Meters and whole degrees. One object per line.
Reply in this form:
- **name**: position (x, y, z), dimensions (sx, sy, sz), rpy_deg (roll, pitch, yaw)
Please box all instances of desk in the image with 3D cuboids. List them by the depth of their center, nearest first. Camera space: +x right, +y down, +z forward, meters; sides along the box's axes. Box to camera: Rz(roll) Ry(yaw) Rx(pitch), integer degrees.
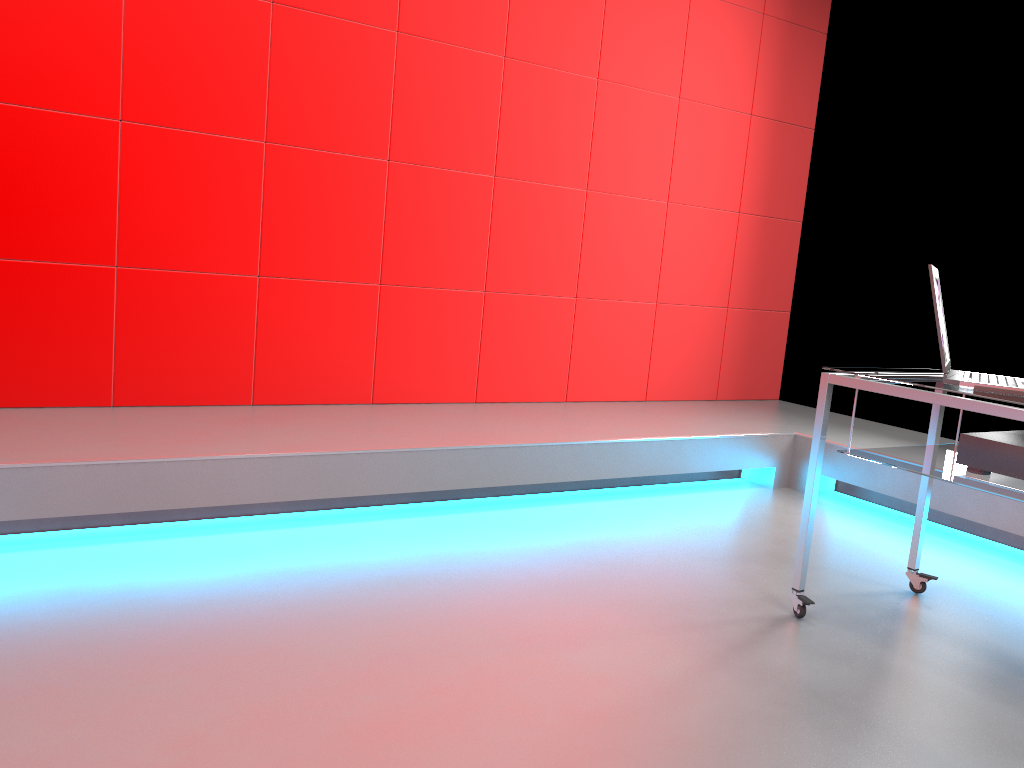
- **desk**: position (1.449, 0.426, 1.886), dimensions (0.594, 0.690, 1.617), rpy_deg (0, 9, -32)

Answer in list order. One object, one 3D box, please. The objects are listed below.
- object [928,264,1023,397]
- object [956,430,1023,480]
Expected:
- **object**: position (1.205, -0.133, 2.196), dimensions (0.340, 0.285, 0.342), rpy_deg (9, 9, 27)
- **object**: position (1.375, 0.203, 2.119), dimensions (0.365, 0.092, 0.435), rpy_deg (0, 9, -32)
